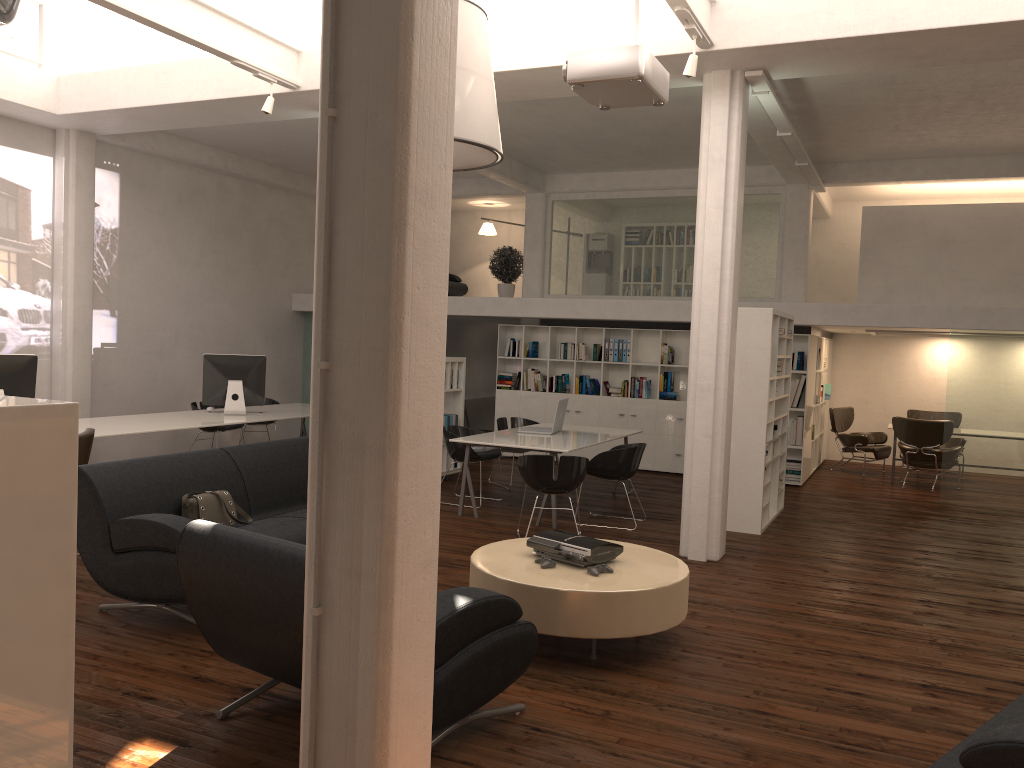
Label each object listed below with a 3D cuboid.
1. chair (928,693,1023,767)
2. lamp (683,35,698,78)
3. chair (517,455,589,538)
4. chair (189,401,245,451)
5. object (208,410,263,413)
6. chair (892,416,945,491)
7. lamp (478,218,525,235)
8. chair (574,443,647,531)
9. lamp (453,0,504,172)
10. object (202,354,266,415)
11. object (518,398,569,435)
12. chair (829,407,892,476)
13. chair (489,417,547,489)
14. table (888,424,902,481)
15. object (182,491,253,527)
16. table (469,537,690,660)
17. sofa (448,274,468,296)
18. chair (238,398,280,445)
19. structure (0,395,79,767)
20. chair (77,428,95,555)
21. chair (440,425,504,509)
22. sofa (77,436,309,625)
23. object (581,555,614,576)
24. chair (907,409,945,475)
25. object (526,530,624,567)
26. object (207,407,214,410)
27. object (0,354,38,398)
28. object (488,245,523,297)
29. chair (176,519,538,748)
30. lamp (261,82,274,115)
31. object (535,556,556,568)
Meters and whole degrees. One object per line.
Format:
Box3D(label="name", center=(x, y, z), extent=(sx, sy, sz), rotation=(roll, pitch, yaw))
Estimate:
Box3D(label="chair", center=(2.598, 1.557, 3.492), extent=(1.454, 1.130, 1.481), rotation=(0, 4, -44))
Box3D(label="lamp", center=(1.604, -2.922, 7.939), extent=(0.136, 0.357, 0.117), rotation=(4, 3, 31))
Box3D(label="chair", center=(0.447, 1.235, 9.753), extent=(0.795, 1.004, 0.757), rotation=(2, 3, -1))
Box3D(label="chair", center=(-4.774, 0.809, 14.248), extent=(0.757, 1.004, 0.795), rotation=(4, 3, 24))
Box3D(label="object", center=(-4.199, 0.412, 13.465), extent=(0.804, 0.032, 0.217), rotation=(1, 3, -21))
Box3D(label="chair", center=(7.014, 1.154, 15.006), extent=(0.994, 1.183, 0.991), rotation=(5, 4, 39))
Box3D(label="lamp", center=(0.351, -3.523, 19.851), extent=(2.635, 0.513, 0.447), rotation=(4, 3, 34))
Box3D(label="chair", center=(1.247, 1.212, 10.919), extent=(0.757, 1.004, 0.795), rotation=(3, 3, 19))
Box3D(label="lamp", center=(-0.671, -3.967, 6.985), extent=(1.386, 4.284, 1.386), rotation=(4, 3, 38))
Box3D(label="object", center=(-4.083, 0.010, 13.047), extent=(0.886, 0.888, 0.347), rotation=(1, 3, -21))
Box3D(label="object", center=(0.441, 0.430, 12.326), extent=(0.557, 0.470, 0.702), rotation=(3, 3, 14))
Box3D(label="chair", center=(6.519, 1.054, 16.695), extent=(0.991, 1.183, 0.994), rotation=(5, 4, 44))
Box3D(label="chair", center=(0.113, 1.041, 13.548), extent=(0.795, 1.004, 0.757), rotation=(1, 3, -31))
Box3D(label="table", center=(8.555, 1.332, 15.244), extent=(3.900, 0.947, 1.040), rotation=(4, 3, 24))
Box3D(label="object", center=(-2.456, 1.049, 7.318), extent=(0.331, 0.352, 0.586), rotation=(5, 4, 39))
Box3D(label="table", center=(0.489, 1.603, 6.641), extent=(1.616, 0.570, 1.616), rotation=(3, 3, 18))
Box3D(label="sofa", center=(-2.348, -2.421, 20.398), extent=(1.467, 1.119, 3.087), rotation=(4, 3, 24))
Box3D(label="chair", center=(-4.467, 0.760, 15.532), extent=(0.795, 1.004, 0.757), rotation=(1, 3, -21))
Box3D(label="structure", center=(-3.927, 0.992, 1.568), extent=(3.131, 1.914, 4.752), rotation=(4, 3, 24))
Box3D(label="chair", center=(-4.444, 1.016, 8.139), extent=(0.991, 1.183, 0.994), rotation=(2, 3, -1))
Box3D(label="chair", center=(-0.579, 1.089, 11.937), extent=(0.757, 1.004, 0.795), rotation=(4, 3, 24))
Box3D(label="sofa", center=(-2.110, 1.166, 7.795), extent=(1.467, 1.119, 3.087), rotation=(4, 3, 24))
Box3D(label="object", center=(0.583, 1.285, 6.314), extent=(0.193, 0.099, 0.231), rotation=(0, 4, -43))
Box3D(label="chair", center=(7.955, 1.113, 16.683), extent=(0.994, 1.183, 0.991), rotation=(3, 3, 19))
Box3D(label="object", center=(0.472, 1.231, 6.673), extent=(0.558, 0.163, 0.471), rotation=(5, 4, 44))
Box3D(label="object", center=(-4.618, 0.378, 13.579), extent=(0.108, 0.052, 0.194), rotation=(1, 3, -19))
Box3D(label="object", center=(-5.558, 0.120, 9.467), extent=(0.347, 0.888, 0.886), rotation=(5, 4, 44))
Box3D(label="object", center=(-0.093, -2.222, 17.850), extent=(0.793, 1.127, 0.770), rotation=(3, 3, 23))
Box3D(label="chair", center=(-0.839, 1.345, 5.011), extent=(1.454, 1.130, 1.481), rotation=(4, 3, 36))
Box3D(label="lamp", center=(-2.728, -3.192, 9.897), extent=(0.136, 0.357, 0.117), rotation=(3, 3, 18))
Box3D(label="object", center=(0.244, 1.284, 6.432), extent=(0.119, 0.062, 0.193), rotation=(2, 3, -15))
